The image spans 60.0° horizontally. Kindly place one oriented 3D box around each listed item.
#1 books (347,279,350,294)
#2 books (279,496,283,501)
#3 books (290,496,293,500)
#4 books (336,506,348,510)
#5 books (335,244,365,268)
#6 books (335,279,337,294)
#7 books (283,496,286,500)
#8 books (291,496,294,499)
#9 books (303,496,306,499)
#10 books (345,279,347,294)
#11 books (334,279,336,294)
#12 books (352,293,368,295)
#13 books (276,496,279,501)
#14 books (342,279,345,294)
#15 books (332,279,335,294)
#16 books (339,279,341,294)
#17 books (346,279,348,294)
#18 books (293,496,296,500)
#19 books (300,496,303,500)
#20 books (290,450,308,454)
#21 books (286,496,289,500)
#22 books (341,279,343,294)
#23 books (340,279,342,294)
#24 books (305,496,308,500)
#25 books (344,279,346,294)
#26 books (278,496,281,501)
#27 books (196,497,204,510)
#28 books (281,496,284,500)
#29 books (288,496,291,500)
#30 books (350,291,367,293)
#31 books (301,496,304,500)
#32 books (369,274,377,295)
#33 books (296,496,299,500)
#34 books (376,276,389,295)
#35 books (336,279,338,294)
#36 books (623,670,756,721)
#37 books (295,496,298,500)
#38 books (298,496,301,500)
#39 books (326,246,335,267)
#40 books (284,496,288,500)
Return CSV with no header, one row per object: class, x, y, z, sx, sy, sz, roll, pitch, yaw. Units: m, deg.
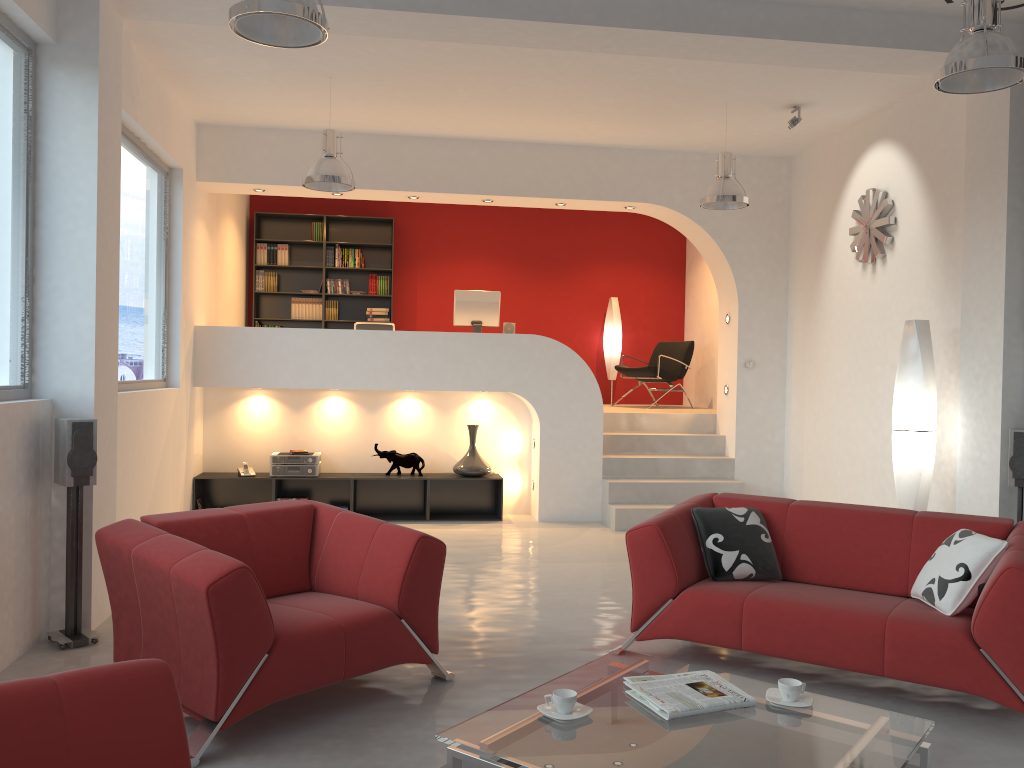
books,-1.989,-1.174,10.810,0.031,0.190,0.135,1,1,-8
books,-2.097,1.127,8.075,0.031,0.190,0.135,1,1,-8
books,-2.008,1.129,8.088,0.031,0.190,0.135,1,1,-8
books,-1.613,1.147,8.194,0.190,0.015,0.135,1,1,-13
books,-1.966,-1.538,10.776,0.341,0.286,0.231,1,1,-8
books,-2.138,-1.177,10.789,0.031,0.190,0.135,1,1,-8
books,-2.067,1.127,8.079,0.031,0.190,0.135,1,1,-8
books,-1.993,1.129,8.090,0.031,0.190,0.135,1,1,-8
books,-1.889,1.131,8.104,0.031,0.190,0.135,1,1,-8
books,-2.019,-1.175,10.806,0.031,0.190,0.135,1,1,-8
books,-2.153,-1.177,10.787,0.031,0.190,0.135,1,1,-8
books,-1.859,-1.099,10.829,0.190,0.015,0.135,1,1,-8
books,-2.127,1.126,8.071,0.031,0.190,0.135,1,1,-8
books,-2.049,-1.175,10.801,0.031,0.190,0.135,1,1,-8
books,-2.168,-1.177,10.785,0.031,0.190,0.135,1,1,-8
books,-2.093,-1.176,10.795,0.031,0.190,0.135,1,1,-8
books,-2.004,-1.175,10.808,0.031,0.190,0.135,1,1,-8
books,-1.978,1.129,8.092,0.031,0.190,0.135,1,1,-8
books,-1.919,1.130,8.100,0.031,0.190,0.135,1,1,-8
books,-1.955,0.621,8.142,0.135,0.015,0.190,1,1,-23
books,-2.038,1.128,8.084,0.031,0.190,0.135,1,1,-8
books,-2.064,-1.176,10.799,0.031,0.190,0.135,1,1,-8
books,-2.078,-1.176,10.797,0.031,0.190,0.135,1,1,-8
books,-1.874,1.131,8.107,0.031,0.190,0.135,1,1,-8
books,-2.034,-1.175,10.804,0.031,0.190,0.135,1,1,-8
books,-2.112,1.127,8.073,0.031,0.190,0.135,1,1,-8
books,-2.796,1.120,7.977,0.063,0.187,0.135,1,1,-8
books,-2.082,1.127,8.077,0.031,0.190,0.135,1,1,-8
books,-2.023,1.128,8.086,0.031,0.190,0.135,1,1,-8
books,-1.868,-1.114,10.828,0.190,0.015,0.135,1,1,-3
books,-1.904,1.130,8.102,0.031,0.190,0.135,1,1,-8
books,-1.702,-1.202,10.842,0.090,0.256,0.181,1,1,-8
books,-1.948,1.130,8.096,0.031,0.190,0.135,1,1,-8
books,-1.583,-1.192,10.858,0.146,0.240,0.170,1,1,-8
books,-2.123,-1.177,10.791,0.031,0.190,0.135,1,1,-8
books,0.592,1.045,3.000,0.367,0.035,0.345,1,1,-18
books,-1.963,1.129,8.094,0.031,0.190,0.135,1,1,-8
books,-1.934,1.130,8.098,0.031,0.190,0.135,1,1,-8
books,-2.204,-1.527,10.766,0.090,0.256,0.181,1,1,-8
books,-2.052,1.128,8.081,0.031,0.190,0.135,1,1,-8
